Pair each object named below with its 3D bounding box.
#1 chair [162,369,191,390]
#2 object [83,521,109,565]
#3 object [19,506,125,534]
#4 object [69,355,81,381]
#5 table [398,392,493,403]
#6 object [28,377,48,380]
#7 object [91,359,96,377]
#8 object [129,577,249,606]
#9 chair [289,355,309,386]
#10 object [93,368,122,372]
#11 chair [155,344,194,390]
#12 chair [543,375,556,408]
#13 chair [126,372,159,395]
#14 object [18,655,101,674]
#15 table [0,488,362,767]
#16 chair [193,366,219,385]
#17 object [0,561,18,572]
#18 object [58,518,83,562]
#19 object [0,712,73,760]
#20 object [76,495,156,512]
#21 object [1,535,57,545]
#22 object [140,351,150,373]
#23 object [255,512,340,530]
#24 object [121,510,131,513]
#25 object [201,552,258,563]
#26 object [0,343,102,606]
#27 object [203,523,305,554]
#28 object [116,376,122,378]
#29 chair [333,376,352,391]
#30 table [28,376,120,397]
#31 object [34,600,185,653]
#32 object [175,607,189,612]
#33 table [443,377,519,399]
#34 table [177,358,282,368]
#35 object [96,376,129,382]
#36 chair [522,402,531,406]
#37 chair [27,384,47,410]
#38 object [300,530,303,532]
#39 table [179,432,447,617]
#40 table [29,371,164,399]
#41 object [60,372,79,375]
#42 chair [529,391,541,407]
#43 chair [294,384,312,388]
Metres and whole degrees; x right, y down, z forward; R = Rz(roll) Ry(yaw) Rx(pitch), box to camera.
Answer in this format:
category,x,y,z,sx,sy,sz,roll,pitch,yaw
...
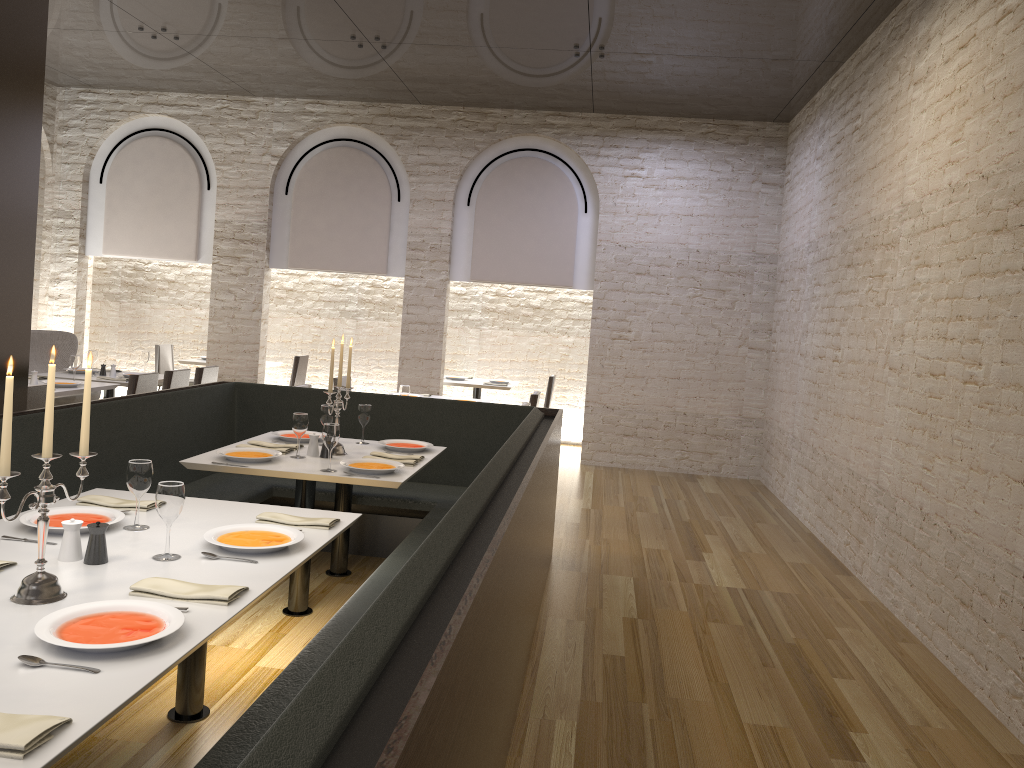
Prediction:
category,x,y,z,sx,sy,sz,roll,pitch,yaw
chair,-3.158,0.307,7.706,0.566,0.904,0.412,4,2,6
object,-1.223,0.468,2.612,0.069,0.126,0.069,4,2,-1
object,-1.476,0.464,2.979,0.322,0.036,0.322,4,4,1
object,-3.611,-0.120,7.317,0.087,0.230,0.086,6,3,36
table,-0.723,0.531,8.060,0.936,0.759,1.012,5,3,6
object,-4.058,-0.055,7.437,0.273,0.033,0.143,5,4,6
object,-3.794,-0.186,8.013,0.087,0.230,0.086,6,3,36
object,-0.873,0.558,2.406,0.273,0.033,0.143,5,4,6
chair,-2.871,0.078,11.007,0.566,0.904,0.412,4,2,6
object,-3.941,-0.132,8.571,0.273,0.033,0.143,5,4,6
chair,-4.172,-0.027,11.139,0.566,0.904,0.412,4,2,6
chair,0.220,0.328,10.694,0.566,0.904,0.412,4,2,6
chair,-3.216,0.345,7.149,0.566,0.904,0.412,4,2,6
object,-0.959,0.593,1.873,0.181,0.015,0.038,5,4,7
table,-1.288,0.928,2.271,1.101,0.758,2.543,5,4,6
chair,-3.099,0.268,8.280,0.566,0.904,0.412,4,2,6
object,-1.556,0.503,2.475,0.273,0.033,0.143,5,4,6
object,-1.305,0.461,2.624,0.069,0.126,0.069,4,2,-1
object,-0.958,0.614,1.587,0.273,0.033,0.143,5,4,6
object,-1.467,0.445,3.330,0.273,0.033,0.143,5,4,6
object,-1.507,0.488,2.770,0.185,0.010,0.017,5,4,6
object,-3.495,-0.196,8.438,0.087,0.230,0.086,6,3,36
object,-0.785,0.500,3.261,0.273,0.033,0.143,5,4,6
object,-1.462,0.456,3.199,0.181,0.015,0.038,5,4,7
object,-0.870,0.535,2.728,0.181,0.015,0.038,5,4,7
object,-1.197,0.223,2.277,0.132,0.656,0.390,5,3,16
object,-0.847,0.515,2.914,0.322,0.036,0.322,4,4,1
object,-3.484,-0.055,7.995,0.181,0.015,0.038,5,4,7
chair,-1.358,0.405,8.150,0.566,0.904,0.412,4,2,6
table,-3.869,0.375,7.085,0.936,0.759,1.012,5,3,6
object,-0.935,0.573,2.068,0.322,0.036,0.322,6,5,25
object,-0.918,0.569,2.268,0.185,0.010,0.017,5,4,6
table,-0.447,0.346,10.769,0.936,0.759,1.012,5,3,6
table,-3.524,0.098,11.080,0.936,0.759,1.012,5,3,6
object,-3.499,-0.043,7.819,0.273,0.033,0.143,5,4,6
chair,-0.173,0.587,6.889,0.566,0.904,0.412,4,2,6
chair,-3.361,0.441,5.747,0.566,0.904,0.412,4,2,6
object,-0.829,0.511,3.123,0.185,0.010,0.017,5,4,6
table,-1.026,0.755,4.813,1.101,0.759,1.190,5,4,6
table,-3.752,0.298,8.219,0.936,0.759,1.012,5,3,6
object,-4.017,-0.095,8.050,0.185,0.010,0.017,5,4,6
chair,-0.057,0.510,8.018,0.566,0.904,0.412,4,2,6
chair,-1.475,0.482,7.021,0.566,0.904,0.412,4,2,6
